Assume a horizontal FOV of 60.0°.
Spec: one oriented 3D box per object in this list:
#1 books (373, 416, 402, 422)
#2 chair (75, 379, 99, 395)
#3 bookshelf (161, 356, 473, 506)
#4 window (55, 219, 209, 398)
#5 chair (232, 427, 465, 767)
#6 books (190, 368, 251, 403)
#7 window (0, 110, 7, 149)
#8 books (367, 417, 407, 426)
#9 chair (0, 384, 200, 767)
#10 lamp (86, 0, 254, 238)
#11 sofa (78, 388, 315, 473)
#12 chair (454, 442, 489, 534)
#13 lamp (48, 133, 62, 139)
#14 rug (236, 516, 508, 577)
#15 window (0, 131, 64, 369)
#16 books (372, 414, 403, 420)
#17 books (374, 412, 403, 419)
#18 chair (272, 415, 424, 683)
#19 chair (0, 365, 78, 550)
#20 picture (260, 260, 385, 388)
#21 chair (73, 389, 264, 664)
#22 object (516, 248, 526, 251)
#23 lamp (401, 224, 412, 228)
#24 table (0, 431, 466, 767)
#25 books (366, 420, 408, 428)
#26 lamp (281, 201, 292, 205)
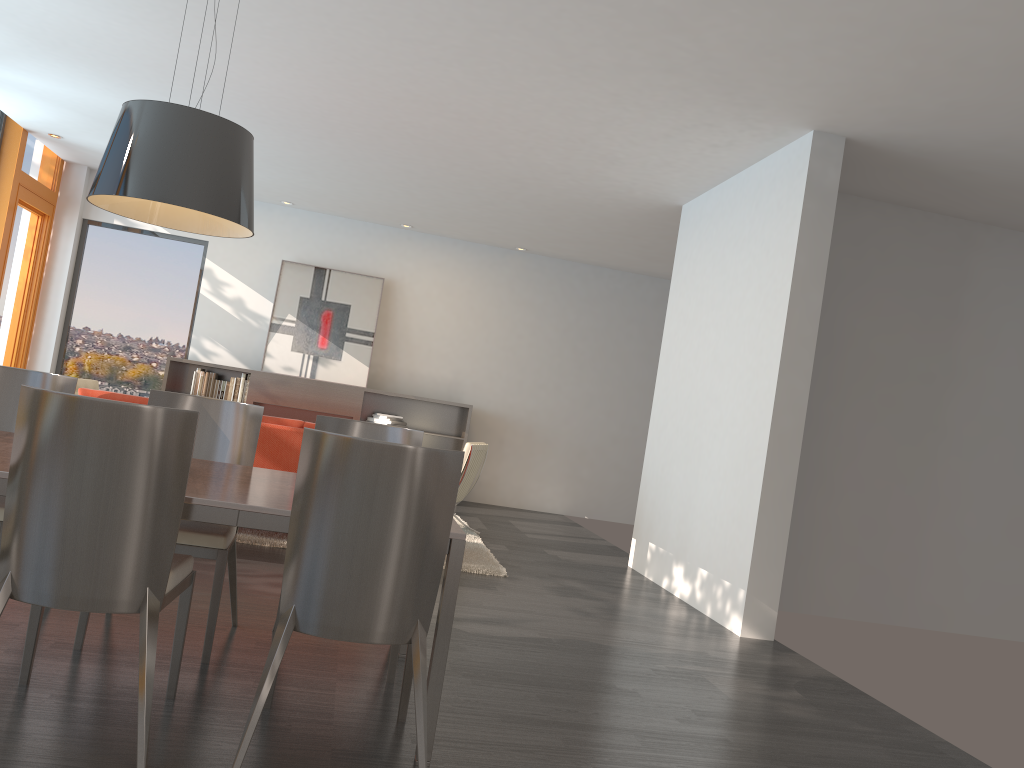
[{"bbox_3d":[-1.435,0.404,10.224,0.210,0.020,0.300,8,-2,20],"label":"books"},{"bbox_3d":[-3.645,0.396,7.836,0.707,0.817,0.699,9,-2,0],"label":"chair"},{"bbox_3d":[-2.235,0.549,10.162,3.386,1.163,0.570,9,-3,-10],"label":"bookshelf"},{"bbox_3d":[-4.388,-0.892,10.294,1.409,3.341,0.065,9,-3,-10],"label":"window"},{"bbox_3d":[-0.475,0.642,2.743,0.548,0.968,0.614,9,-3,-10],"label":"chair"},{"bbox_3d":[-3.231,0.013,9.901,0.592,0.340,0.324,9,-2,-10],"label":"books"},{"bbox_3d":[-5.069,-1.104,7.701,0.070,3.347,1.843,10,-3,-10],"label":"window"},{"bbox_3d":[-1.440,0.432,10.222,0.315,0.038,0.398,8,-2,20],"label":"books"},{"bbox_3d":[-1.219,0.518,2.615,0.548,0.968,0.614,9,-3,-10],"label":"chair"},{"bbox_3d":[-1.088,-1.372,3.206,0.567,1.581,0.567,8,-3,19],"label":"lamp"},{"bbox_3d":[-1.906,0.606,6.213,2.596,0.853,1.038,9,-2,-10],"label":"sofa"},{"bbox_3d":[-0.624,0.873,7.720,0.707,0.817,0.699,9,-3,10],"label":"chair"},{"bbox_3d":[-4.552,-2.467,8.825,0.129,0.010,0.129,7,-3,35],"label":"lamp"},{"bbox_3d":[-2.128,1.038,7.277,3.771,0.043,2.983,9,-2,-10],"label":"rug"},{"bbox_3d":[-5.254,-1.072,9.303,0.211,3.347,1.156,10,-3,-10],"label":"window"},{"bbox_3d":[-1.432,0.384,10.225,0.210,0.020,0.300,8,-3,30],"label":"books"},{"bbox_3d":[-1.429,0.364,10.226,0.300,0.020,0.210,10,-2,-20],"label":"books"},{"bbox_3d":[-0.669,0.649,3.723,0.548,0.968,0.614,9,-3,-10],"label":"chair"},{"bbox_3d":[-2.092,0.413,3.479,0.548,0.968,0.614,9,-3,-10],"label":"chair"},{"bbox_3d":[-2.193,-0.700,10.345,1.208,1.339,0.269,9,-3,-10],"label":"picture"},{"bbox_3d":[-1.348,0.536,3.607,0.548,0.968,0.614,9,-3,-10],"label":"chair"},{"bbox_3d":[0.108,-1.647,10.832,0.129,0.010,0.129,7,-3,35],"label":"object"},{"bbox_3d":[-1.255,-1.876,10.534,0.129,0.010,0.129,7,-3,35],"label":"lamp"},{"bbox_3d":[-1.345,0.673,3.110,2.151,0.765,1.171,9,-2,-10],"label":"table"},{"bbox_3d":[-1.446,0.469,10.221,0.315,0.038,0.398,8,-3,30],"label":"books"},{"bbox_3d":[-2.615,-2.101,10.301,0.129,0.010,0.129,7,-3,35],"label":"lamp"}]
